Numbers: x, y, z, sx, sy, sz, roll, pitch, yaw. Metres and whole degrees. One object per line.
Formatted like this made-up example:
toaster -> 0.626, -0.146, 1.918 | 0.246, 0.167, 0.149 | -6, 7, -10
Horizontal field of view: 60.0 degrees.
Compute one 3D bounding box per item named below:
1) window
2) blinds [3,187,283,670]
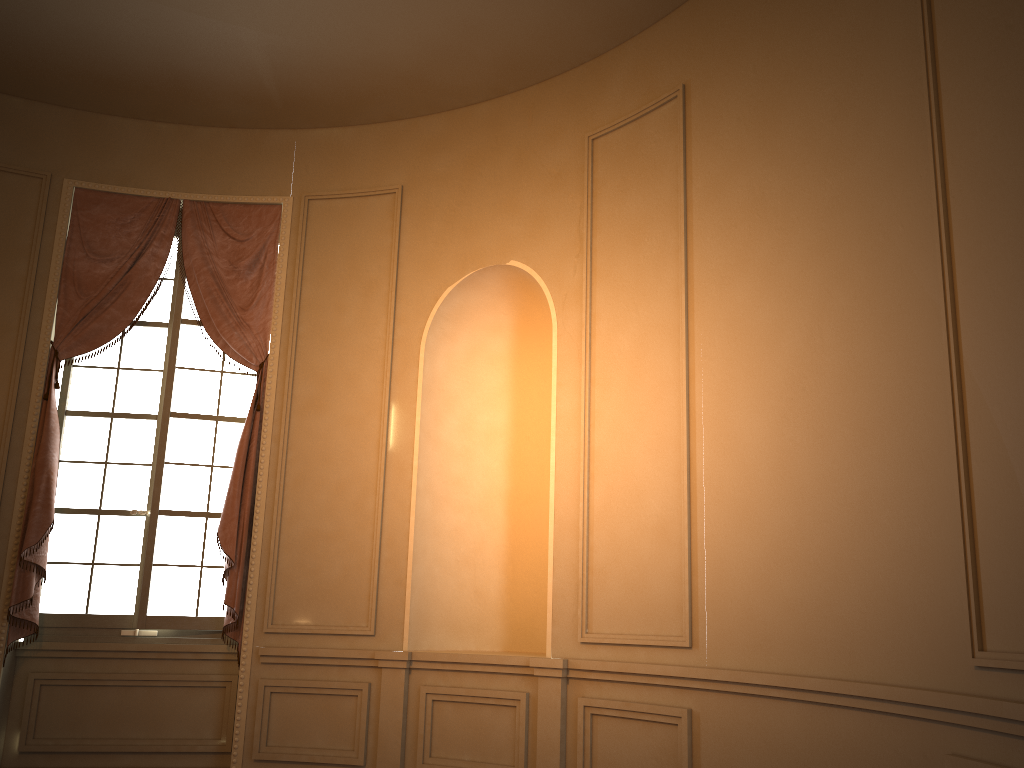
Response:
window -> -2.223, 0.196, 5.661 | 1.317, 2.813, 0.153 | 3, -13, -7
blinds -> -2.195, 0.203, 5.427 | 1.341, 2.952, 0.286 | 4, -13, -8
